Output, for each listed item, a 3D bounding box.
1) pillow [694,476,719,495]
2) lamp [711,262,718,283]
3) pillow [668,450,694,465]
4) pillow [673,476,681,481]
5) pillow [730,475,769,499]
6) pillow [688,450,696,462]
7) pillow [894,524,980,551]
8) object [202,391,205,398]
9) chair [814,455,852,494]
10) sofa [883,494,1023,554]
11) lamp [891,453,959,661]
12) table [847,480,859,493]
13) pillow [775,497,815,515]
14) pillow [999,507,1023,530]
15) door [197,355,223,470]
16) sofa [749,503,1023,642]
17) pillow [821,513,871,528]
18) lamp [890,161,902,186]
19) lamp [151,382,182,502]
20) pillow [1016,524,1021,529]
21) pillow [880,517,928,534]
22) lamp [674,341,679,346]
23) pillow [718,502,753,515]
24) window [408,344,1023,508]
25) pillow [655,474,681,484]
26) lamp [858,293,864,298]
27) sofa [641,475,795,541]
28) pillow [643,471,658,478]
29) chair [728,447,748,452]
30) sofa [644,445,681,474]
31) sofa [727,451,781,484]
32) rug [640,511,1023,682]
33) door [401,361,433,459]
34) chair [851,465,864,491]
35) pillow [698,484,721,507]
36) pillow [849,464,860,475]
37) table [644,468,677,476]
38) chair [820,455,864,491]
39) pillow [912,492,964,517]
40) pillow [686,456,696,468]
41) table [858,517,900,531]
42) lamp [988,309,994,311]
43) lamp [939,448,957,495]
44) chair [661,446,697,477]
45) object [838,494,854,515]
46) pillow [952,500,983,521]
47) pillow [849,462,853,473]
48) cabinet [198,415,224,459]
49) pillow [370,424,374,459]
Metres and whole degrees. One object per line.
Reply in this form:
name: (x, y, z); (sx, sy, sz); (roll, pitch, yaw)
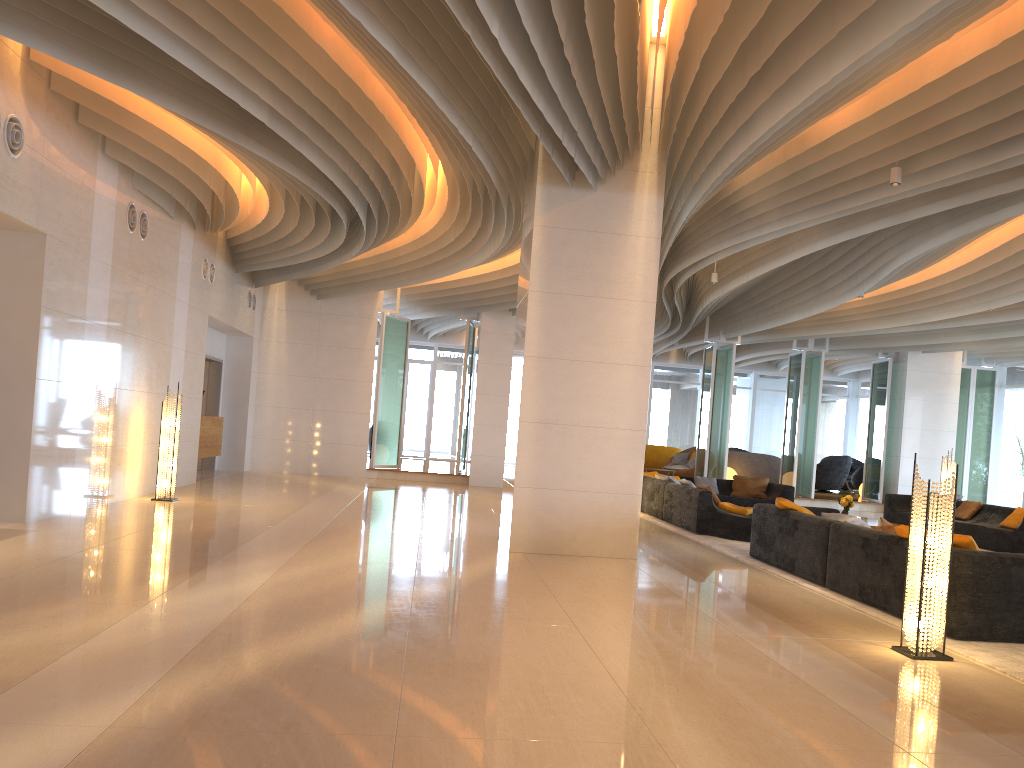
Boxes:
pillow: (3.414, 1.786, 15.596); (0.409, 0.312, 0.321); (4, -2, -4)
lamp: (2.960, -2.203, 12.741); (0.087, 1.505, 0.091); (4, 0, 39)
pillow: (4.314, 1.885, 22.559); (0.481, 0.454, 0.609); (6, -3, -44)
pillow: (2.532, 1.602, 13.918); (0.331, 0.335, 0.414); (6, -2, -40)
pillow: (4.216, 1.824, 15.711); (0.632, 0.377, 0.553); (4, -2, 16)
pillow: (4.656, 1.881, 22.351); (0.378, 0.422, 0.596); (5, -2, -27)
pillow: (3.132, 1.225, 6.312); (0.556, 0.377, 0.629); (5, -3, -28)
object: (-5.005, 0.247, 14.028); (0.269, 0.496, 0.233); (5, -1, -19)
chair: (8.139, 2.318, 23.005); (1.546, 1.005, 1.116); (6, -2, -33)
sofa: (6.934, 2.086, 13.263); (0.945, 0.582, 3.765); (4, -3, -5)
lamp: (2.483, 1.016, 5.278); (0.251, 1.197, 0.249); (4, 0, -6)
table: (9.771, 2.872, 24.587); (1.080, 0.318, 0.819); (4, -3, 1)
pillow: (2.904, 1.349, 8.875); (0.542, 0.377, 0.646); (4, -2, 16)
pillow: (7.133, 1.895, 12.506); (0.323, 0.312, 0.407); (4, -2, -4)
door: (-5.633, 0.553, 16.157); (0.247, 2.100, 1.400); (4, -1, -5)
sofa: (3.138, 1.489, 7.610); (0.945, 0.582, 3.765); (4, -3, -5)
pillow: (3.052, 1.371, 7.992); (0.421, 0.377, 0.585); (4, -2, -3)
lamp: (3.338, -2.458, 7.591); (0.090, 1.505, 0.088); (4, 0, -15)
lamp: (-4.174, 0.693, 10.799); (0.251, 1.450, 0.249); (4, 0, -6)
pillow: (7.197, 1.843, 11.998); (0.542, 0.377, 0.646); (4, -2, 16)
pillow: (3.146, 1.282, 6.959); (0.445, 0.409, 0.600); (4, -2, -4)
lamp: (3.992, -1.657, 21.245); (0.089, 1.505, 0.089); (4, 0, 3)
pillow: (2.914, 1.615, 11.501); (0.404, 0.136, 0.423); (3, -3, 28)
window: (9.393, 0.583, 10.739); (22.590, 3.219, 53.445); (7, -4, -40)
pillow: (2.517, 1.590, 13.577); (0.550, 0.376, 0.648); (5, -2, -10)
lamp: (5.173, -2.021, 13.013); (0.087, 1.505, 0.091); (4, 0, 39)
sofa: (3.584, 1.808, 13.421); (2.836, 0.653, 5.073); (5, -3, -5)
pillow: (2.446, 1.683, 15.469); (0.416, 0.316, 0.335); (6, -2, -34)
chair: (6.413, 2.260, 24.299); (1.540, 1.005, 1.121); (5, -2, -23)
sofa: (3.291, 2.034, 23.501); (2.589, 0.901, 1.099); (5, -2, -17)
sofa: (5.895, 2.164, 22.320); (2.513, 0.900, 1.132); (2, -3, 44)
rug: (5.229, 1.976, 8.205); (5.534, 0.022, 16.170); (5, -3, -5)
door: (-3.100, 0.711, 25.398); (1.465, 2.770, 0.060); (4, 0, -7)
chair: (9.810, 2.475, 23.584); (1.522, 1.005, 1.134); (4, -2, -3)
pillow: (2.659, 1.508, 11.782); (0.329, 0.311, 0.423); (4, -2, -4)
pillow: (10.006, 2.509, 25.628); (0.497, 0.408, 0.470); (4, -2, 21)
table: (3.543, 2.241, 21.613); (0.830, 0.318, 1.065); (6, -3, -24)
chair: (9.642, 2.575, 25.614); (1.511, 1.005, 1.142); (4, -2, 7)
pillow: (6.968, 1.968, 14.561); (0.556, 0.377, 0.629); (5, -3, -28)
pillow: (4.571, 1.898, 21.935); (0.465, 0.408, 0.503); (4, -2, -3)
table: (4.809, 2.096, 13.003); (1.607, 0.220, 1.596); (5, -3, -6)
lamp: (7.219, -1.854, 13.266); (0.087, 1.505, 0.091); (4, 0, 39)
lamp: (7.621, 1.839, 15.522); (0.251, 1.450, 0.249); (4, 0, -6)
chair: (4.412, 1.997, 22.253); (1.149, 1.005, 1.502); (5, -2, -18)
object: (4.957, 1.817, 13.167); (0.232, 0.377, 0.270); (4, -1, 26)
pillow: (7.025, 1.954, 13.723); (0.324, 0.312, 0.406); (5, -2, -8)
pillow: (9.670, 2.451, 25.865); (0.607, 0.422, 0.371); (4, -1, -3)
cabinet: (-5.166, 0.836, 14.387); (0.561, 0.661, 1.506); (4, -3, -5)
pillow: (-3.631, 1.240, 19.486); (1.527, 1.005, 1.130); (5, -2, -8)
